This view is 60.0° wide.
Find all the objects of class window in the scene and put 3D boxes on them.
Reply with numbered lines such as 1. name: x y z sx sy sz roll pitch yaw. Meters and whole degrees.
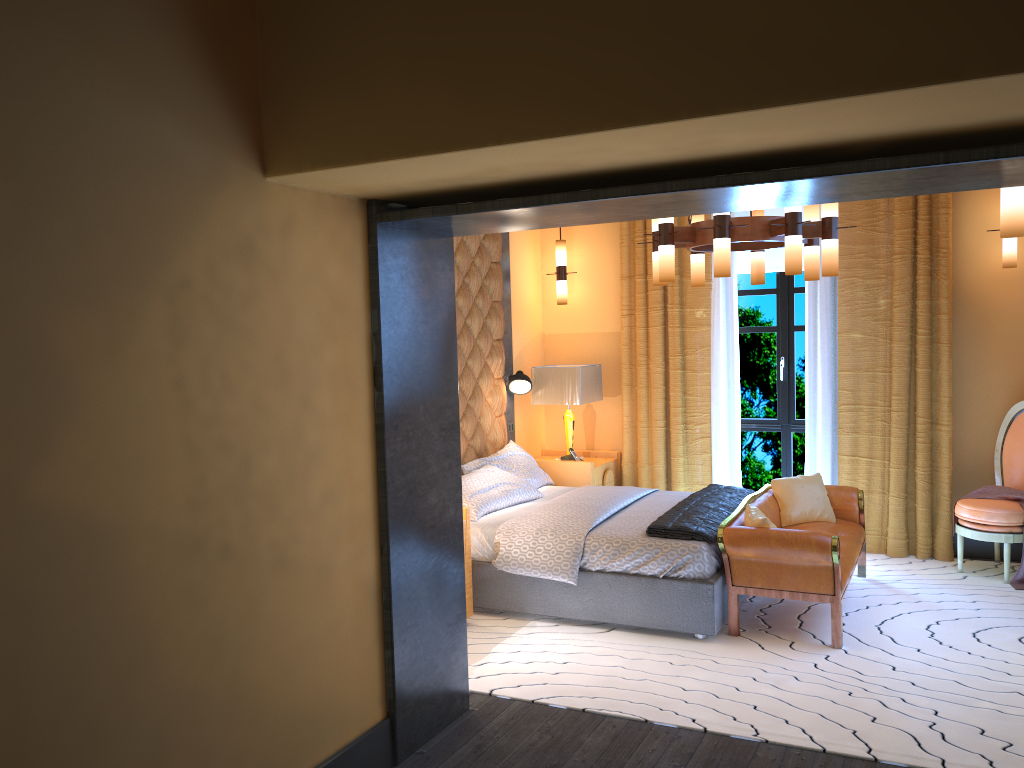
1. window: 2.172 -0.263 7.047 1.200 3.005 0.130 0 5 26

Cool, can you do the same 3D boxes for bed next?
1. bed: 0.504 0.888 5.888 2.106 0.826 1.886 0 3 26

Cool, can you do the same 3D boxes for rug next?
1. rug: 1.270 1.351 5.356 3.702 0.016 3.382 0 3 26

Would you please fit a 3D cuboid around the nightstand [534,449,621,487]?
1. nightstand: 0.473 0.932 7.325 0.720 0.691 0.679 0 4 26

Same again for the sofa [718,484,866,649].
1. sofa: 1.750 1.016 5.368 0.650 0.641 1.613 0 4 26

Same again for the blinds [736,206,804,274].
1. blinds: 2.135 -1.324 6.960 1.200 0.874 0.013 0 4 26

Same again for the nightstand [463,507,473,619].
1. nightstand: -0.685 1.082 4.983 0.720 0.701 0.707 0 4 26

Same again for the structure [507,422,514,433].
1. structure: -0.013 0.345 7.034 0.016 0.071 0.103 0 4 26

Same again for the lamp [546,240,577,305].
1. lamp: 0.412 -0.927 7.373 0.199 0.532 0.199 -3 4 -19

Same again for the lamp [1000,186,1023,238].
1. lamp: 1.848 -0.810 3.261 0.199 0.532 0.199 -3 4 -19

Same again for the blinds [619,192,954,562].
1. blinds: 1.963 -0.805 6.652 2.450 4.152 0.134 0 5 26

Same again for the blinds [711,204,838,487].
1. blinds: 1.965 -0.787 6.745 2.050 4.082 0.236 0 4 24

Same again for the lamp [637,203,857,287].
1. lamp: 1.280 -1.671 4.989 1.140 2.171 1.140 -5 5 -41

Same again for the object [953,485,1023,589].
1. object: 3.262 0.974 5.776 0.428 0.573 0.802 -3 4 -16

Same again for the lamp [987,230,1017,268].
1. lamp: 3.327 -1.044 5.922 0.199 0.532 0.199 -3 4 -19

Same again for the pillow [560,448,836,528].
1. pillow: 1.379 0.732 6.122 1.146 0.407 2.625 -3 3 -22

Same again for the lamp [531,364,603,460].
1. lamp: 0.456 0.252 7.171 0.424 0.803 0.504 0 4 26

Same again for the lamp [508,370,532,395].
1. lamp: 0.232 -0.004 6.997 0.568 0.218 0.231 -3 4 -16

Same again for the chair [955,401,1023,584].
1. chair: 3.258 0.691 5.868 0.632 1.149 0.499 -4 5 -30

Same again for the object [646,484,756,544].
1. object: 1.223 0.780 5.517 0.405 0.105 1.459 0 3 26
